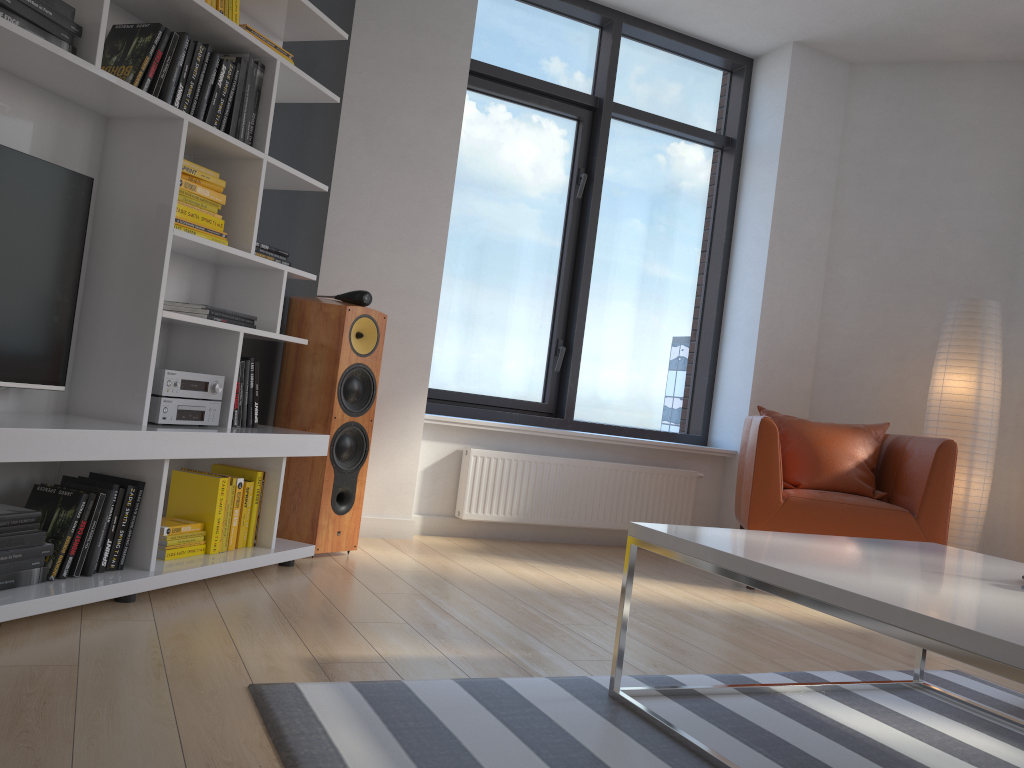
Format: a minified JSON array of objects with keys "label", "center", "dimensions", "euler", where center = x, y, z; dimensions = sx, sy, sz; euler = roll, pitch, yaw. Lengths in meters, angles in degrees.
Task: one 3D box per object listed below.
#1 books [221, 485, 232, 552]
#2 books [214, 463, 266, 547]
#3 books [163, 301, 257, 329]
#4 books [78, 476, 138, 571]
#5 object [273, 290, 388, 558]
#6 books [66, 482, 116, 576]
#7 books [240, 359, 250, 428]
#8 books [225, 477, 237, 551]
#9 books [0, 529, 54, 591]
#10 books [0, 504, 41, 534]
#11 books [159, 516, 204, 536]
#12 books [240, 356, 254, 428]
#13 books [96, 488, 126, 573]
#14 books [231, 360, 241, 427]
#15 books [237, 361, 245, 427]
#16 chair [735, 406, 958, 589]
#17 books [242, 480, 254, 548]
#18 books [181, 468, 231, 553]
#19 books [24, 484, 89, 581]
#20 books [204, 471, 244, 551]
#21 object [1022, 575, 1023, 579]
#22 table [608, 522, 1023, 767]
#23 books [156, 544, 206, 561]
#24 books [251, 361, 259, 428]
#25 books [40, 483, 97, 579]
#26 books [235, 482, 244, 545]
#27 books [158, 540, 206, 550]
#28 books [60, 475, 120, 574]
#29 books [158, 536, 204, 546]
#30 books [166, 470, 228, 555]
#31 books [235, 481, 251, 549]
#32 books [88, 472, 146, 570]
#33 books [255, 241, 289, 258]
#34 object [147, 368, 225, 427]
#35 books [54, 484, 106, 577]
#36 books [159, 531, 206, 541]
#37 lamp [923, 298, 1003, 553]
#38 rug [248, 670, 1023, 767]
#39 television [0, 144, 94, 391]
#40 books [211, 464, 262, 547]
[{"label":"books","center":[-1.041,0.451,3.043],"dimensions":[0.156,0.229,0.024],"euler":[7,-1,20]},{"label":"books","center":[-1.007,0.438,3.227],"dimensions":[0.213,0.270,0.025],"euler":[7,-2,20]},{"label":"books","center":[-1.074,-0.240,3.075],"dimensions":[0.250,0.047,0.310],"euler":[7,-1,15]},{"label":"books","center":[-1.217,0.407,2.603],"dimensions":[0.191,0.249,0.084],"euler":[7,-2,20]},{"label":"object","center":[-0.817,0.142,3.699],"dimensions":[0.434,1.088,0.290],"euler":[6,-2,35]},{"label":"books","center":[-1.224,0.409,2.513],"dimensions":[0.172,0.242,0.069],"euler":[7,-2,21]},{"label":"books","center":[-1.024,0.027,3.188],"dimensions":[0.169,0.242,0.050],"euler":[7,-1,19]},{"label":"books","center":[-1.049,0.438,3.069],"dimensions":[0.180,0.251,0.019],"euler":[7,-2,20]},{"label":"books","center":[-1.388,0.432,2.222],"dimensions":[0.277,0.137,0.343],"euler":[7,-1,15]},{"label":"books","center":[-1.399,0.337,2.226],"dimensions":[0.250,0.047,0.310],"euler":[7,-1,15]},{"label":"books","center":[-1.123,0.462,2.889],"dimensions":[0.138,0.026,0.186],"euler":[7,-2,20]},{"label":"books","center":[-1.024,0.022,3.219],"dimensions":[0.193,0.255,0.066],"euler":[7,-1,19]},{"label":"books","center":[-1.226,0.410,2.567],"dimensions":[0.179,0.243,0.068],"euler":[7,-1,19]},{"label":"books","center":[-1.053,0.025,3.149],"dimensions":[0.189,0.240,0.053],"euler":[7,-2,20]},{"label":"books","center":[-1.039,0.028,3.169],"dimensions":[0.170,0.236,0.049],"euler":[7,-2,20]},{"label":"chair","center":[1.565,0.574,4.393],"dimensions":[0.896,0.858,0.843],"euler":[7,-1,7]},{"label":"books","center":[-1.014,0.453,3.169],"dimensions":[0.172,0.234,0.024],"euler":[7,-2,20]},{"label":"books","center":[-1.064,0.431,3.033],"dimensions":[0.199,0.263,0.015],"euler":[7,-2,20]},{"label":"books","center":[-1.279,0.403,2.427],"dimensions":[0.182,0.234,0.104],"euler":[7,-2,20]},{"label":"books","center":[-1.038,0.440,3.094],"dimensions":[0.185,0.250,0.035],"euler":[7,-2,20]},{"label":"object","center":[1.305,0.331,1.916],"dimensions":[0.330,0.265,0.330],"euler":[7,-1,-1]},{"label":"table","center":[0.986,0.644,1.948],"dimensions":[1.091,0.435,1.091],"euler":[8,-2,-25]},{"label":"books","center":[-1.119,0.535,2.885],"dimensions":[0.147,0.033,0.190],"euler":[7,-2,20]},{"label":"books","center":[-1.007,0.031,3.244],"dimensions":[0.177,0.242,0.066],"euler":[7,-1,20]},{"label":"books","center":[-1.272,0.406,2.460],"dimensions":[0.187,0.234,0.096],"euler":[7,-2,20]},{"label":"books","center":[-1.031,0.448,3.122],"dimensions":[0.169,0.239,0.023],"euler":[7,-2,20]},{"label":"books","center":[-1.120,0.512,2.888],"dimensions":[0.148,0.011,0.196],"euler":[7,-2,20]},{"label":"books","center":[-1.240,0.401,2.544],"dimensions":[0.192,0.254,0.075],"euler":[7,-1,19]},{"label":"books","center":[-1.102,0.500,2.876],"dimensions":[0.113,0.018,0.169],"euler":[7,-2,21]},{"label":"books","center":[-1.073,0.431,3.004],"dimensions":[0.198,0.255,0.044],"euler":[7,-2,20]},{"label":"books","center":[-1.020,0.452,3.143],"dimensions":[0.172,0.234,0.024],"euler":[7,-2,20]},{"label":"books","center":[-1.206,0.404,2.636],"dimensions":[0.197,0.260,0.066],"euler":[7,-2,20]},{"label":"books","center":[-0.948,-0.499,3.254],"dimensions":[0.161,0.023,0.213],"euler":[7,-2,23]},{"label":"object","center":[-1.141,0.038,2.899],"dimensions":[0.270,0.174,0.285],"euler":[7,-2,20]},{"label":"books","center":[-1.248,0.409,2.485],"dimensions":[0.169,0.233,0.081],"euler":[7,-1,19]},{"label":"books","center":[-1.112,0.484,2.888],"dimensions":[0.134,0.014,0.187],"euler":[7,-2,20]},{"label":"lamp","center":[2.527,0.352,4.526],"dimensions":[0.804,1.550,0.502],"euler":[7,-2,25]},{"label":"rug","center":[0.800,0.839,1.734],"dimensions":[2.326,0.016,1.662],"euler":[8,-2,-25]},{"label":"television","center":[-1.469,-0.291,2.076],"dimensions":[0.207,0.704,1.102],"euler":[7,-2,20]},{"label":"books","center":[-1.008,0.437,3.199],"dimensions":[0.204,0.270,0.029],"euler":[7,-2,20]}]
